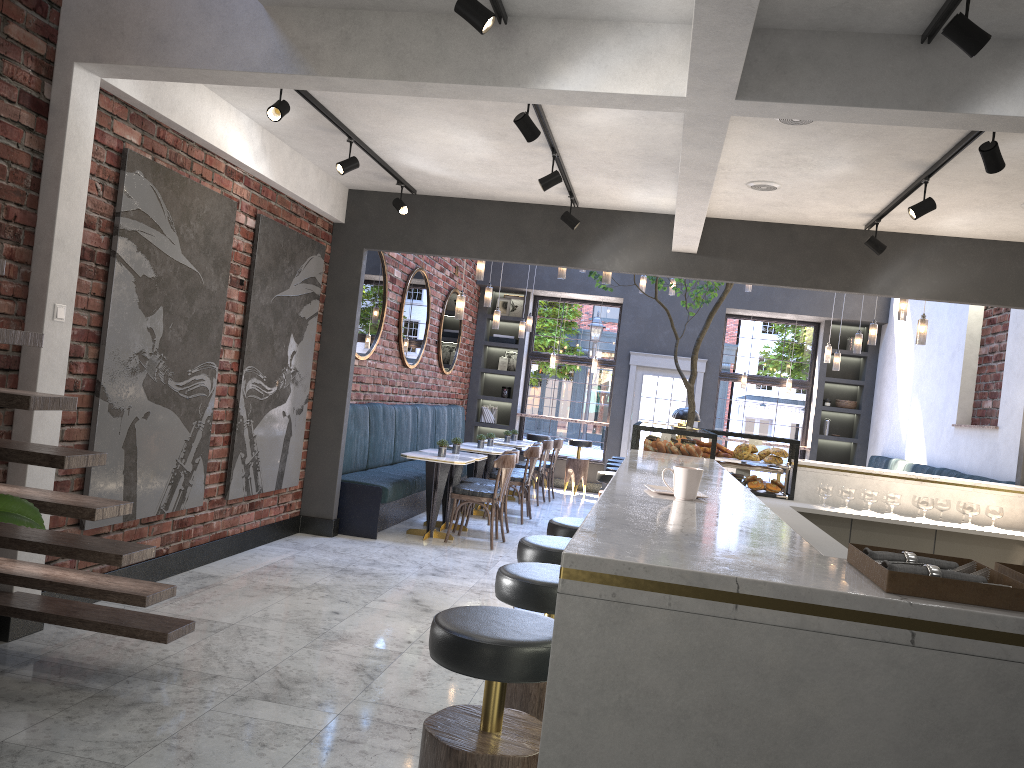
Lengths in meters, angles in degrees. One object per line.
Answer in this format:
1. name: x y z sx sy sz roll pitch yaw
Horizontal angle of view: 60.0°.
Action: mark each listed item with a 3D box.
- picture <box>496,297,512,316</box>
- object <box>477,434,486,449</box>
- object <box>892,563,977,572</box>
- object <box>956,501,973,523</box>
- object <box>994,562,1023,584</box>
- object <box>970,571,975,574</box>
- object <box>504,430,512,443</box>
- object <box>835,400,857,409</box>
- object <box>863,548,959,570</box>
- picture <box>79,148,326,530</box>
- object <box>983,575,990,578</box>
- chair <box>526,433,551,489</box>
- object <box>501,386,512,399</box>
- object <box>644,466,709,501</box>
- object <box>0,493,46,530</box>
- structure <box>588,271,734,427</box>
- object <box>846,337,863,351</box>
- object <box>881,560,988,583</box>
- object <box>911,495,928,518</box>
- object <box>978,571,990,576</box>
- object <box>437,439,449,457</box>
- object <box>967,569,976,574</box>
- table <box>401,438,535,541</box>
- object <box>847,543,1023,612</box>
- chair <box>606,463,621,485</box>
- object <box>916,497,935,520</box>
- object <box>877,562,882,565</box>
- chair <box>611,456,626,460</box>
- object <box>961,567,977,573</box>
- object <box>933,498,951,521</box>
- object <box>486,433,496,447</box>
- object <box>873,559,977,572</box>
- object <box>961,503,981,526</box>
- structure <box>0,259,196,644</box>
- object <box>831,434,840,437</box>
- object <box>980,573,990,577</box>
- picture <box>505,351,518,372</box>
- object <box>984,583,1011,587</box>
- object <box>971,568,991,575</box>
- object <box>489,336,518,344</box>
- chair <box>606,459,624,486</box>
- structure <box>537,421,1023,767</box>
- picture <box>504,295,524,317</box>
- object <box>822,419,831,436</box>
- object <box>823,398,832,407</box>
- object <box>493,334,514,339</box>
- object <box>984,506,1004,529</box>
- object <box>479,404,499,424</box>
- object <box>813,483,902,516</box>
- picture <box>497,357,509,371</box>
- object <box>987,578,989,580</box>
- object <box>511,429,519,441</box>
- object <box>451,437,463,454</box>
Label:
1. picture: -0.142 -1.225 14.168 0.230 0.313 0.061 7 0 9
2. object: -0.348 0.642 9.989 0.118 0.165 0.122 7 0 -13
3. object: 0.769 0.338 1.670 0.192 0.024 0.025 6 0 9
4. object: 3.228 0.915 6.329 0.114 0.147 0.114 6 0 14
5. object: 1.027 0.373 1.558 0.231 0.038 0.307 6 -1 9
6. object: 0.767 0.350 1.670 0.192 0.024 0.025 6 0 9
7. object: -0.060 0.693 11.744 0.118 0.165 0.122 7 0 -13
8. object: 4.962 0.306 13.171 0.304 0.123 0.305 6 -1 30
9. object: 0.764 0.343 1.705 0.175 0.039 0.056 6 0 9
10. picture: -1.923 -0.196 6.063 0.033 2.027 2.822 7 0 9
11. object: 0.757 0.344 1.603 0.192 0.024 0.025 6 0 9
12. chair: 0.367 1.188 13.642 0.371 0.821 0.371 7 0 -28
13. object: -0.092 0.132 13.962 0.152 0.181 0.152 7 0 -43
14. object: 0.521 0.300 2.755 0.176 0.097 0.301 7 -1 1
15. object: -1.820 0.396 2.221 0.664 1.653 0.974 6 0 35
16. structure: 2.009 -1.269 9.059 2.808 5.988 3.742 7 0 -37
17. object: 5.088 -0.581 13.182 0.214 0.215 0.213 6 0 19
18. object: 0.741 0.339 1.563 0.175 0.039 0.056 6 0 9
19. object: 2.932 0.881 6.379 0.114 0.147 0.114 6 0 14
20. object: 0.758 0.336 1.603 0.192 0.024 0.025 6 0 9
21. object: -0.642 0.589 8.192 0.118 0.165 0.122 7 0 -13
22. object: 0.768 0.346 1.670 0.192 0.024 0.025 6 0 9
23. table: 1.582 1.324 9.953 4.598 0.751 4.831 6 -1 9
24. object: 0.754 0.342 1.591 0.231 0.038 0.307 6 -1 9
25. chair: 1.227 1.293 10.181 0.371 0.737 0.371 7 0 -37
26. object: 2.911 0.878 6.249 0.114 0.147 0.114 6 0 14
27. object: 0.762 0.343 1.639 0.210 0.004 0.022 6 -1 9
28. chair: 1.444 1.332 11.567 0.371 0.737 0.371 7 0 -37
29. object: 0.768 0.342 1.670 0.192 0.024 0.025 6 0 9
30. object: 3.080 0.898 6.354 0.114 0.147 0.114 6 0 14
31. object: -0.253 0.659 10.563 0.118 0.165 0.122 7 0 -13
32. object: 0.769 0.333 1.670 0.192 0.024 0.025 6 0 9
33. object: 3.207 0.911 6.200 0.114 0.147 0.114 6 0 14
34. structure: -2.002 -0.400 2.581 1.000 2.845 3.031 7 0 9
35. object: 4.777 0.764 13.095 0.130 0.026 0.130 7 -1 -7
36. object: 0.757 0.340 1.603 0.192 0.024 0.025 6 0 9
37. picture: -0.004 -0.354 14.173 0.247 0.326 0.044 7 0 10
38. object: 0.731 0.332 1.488 0.197 0.015 0.043 6 -1 13
39. object: 0.758 0.331 1.603 0.192 0.024 0.025 6 0 9
40. object: -0.133 -0.682 13.993 0.412 0.084 0.286 6 -1 9
41. chair: 1.310 1.309 10.869 0.370 0.737 0.372 7 0 0
42. structure: 2.063 1.041 4.100 3.205 1.300 5.806 6 -1 9
43. picture: 0.028 -1.231 14.175 0.361 0.369 0.055 7 0 9
44. object: 4.661 0.639 13.144 0.098 0.248 0.098 7 0 -41
45. object: 4.687 0.277 13.193 0.116 0.119 0.117 7 0 -14
46. object: -0.129 -0.743 14.005 0.327 0.039 0.227 7 -1 -1
47. object: 3.355 0.928 6.175 0.114 0.147 0.114 6 0 14
48. object: -0.359 0.459 14.014 0.250 0.323 0.241 7 0 9
49. object: 2.492 0.831 6.414 0.575 0.147 0.256 6 0 9
50. picture: -0.140 -0.320 14.168 0.161 0.227 0.049 7 0 10
51. object: 0.756 0.348 1.603 0.192 0.024 0.025 6 0 9
52. object: 0.034 0.710 12.318 0.118 0.165 0.122 7 0 -13
53. object: -0.548 0.606 8.766 0.118 0.165 0.122 7 0 -13
